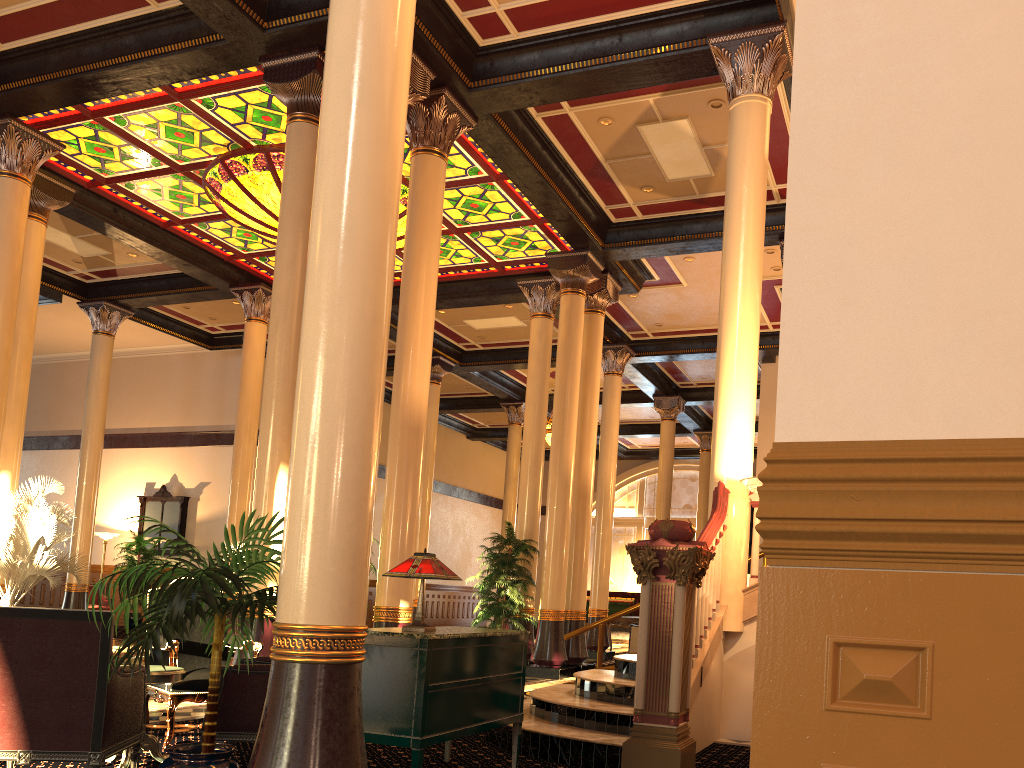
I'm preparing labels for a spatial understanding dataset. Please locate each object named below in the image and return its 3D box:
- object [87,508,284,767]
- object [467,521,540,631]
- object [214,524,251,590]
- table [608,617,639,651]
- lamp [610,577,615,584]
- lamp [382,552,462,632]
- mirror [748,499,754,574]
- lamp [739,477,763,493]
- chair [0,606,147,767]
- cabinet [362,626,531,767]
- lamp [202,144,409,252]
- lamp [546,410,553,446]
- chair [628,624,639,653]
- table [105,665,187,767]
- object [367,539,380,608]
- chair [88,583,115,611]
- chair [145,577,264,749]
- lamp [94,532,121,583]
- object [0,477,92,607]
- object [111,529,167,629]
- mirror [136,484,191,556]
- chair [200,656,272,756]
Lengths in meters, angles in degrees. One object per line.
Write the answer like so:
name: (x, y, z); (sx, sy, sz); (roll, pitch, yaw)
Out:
object: (-1.314, 1.236, 3.849); (1.039, 1.418, 1.097); (9, -10, -37)
object: (-0.136, 3.023, 12.371); (1.018, 2.125, 1.114); (2, -6, 12)
object: (-3.568, 3.202, 14.061); (1.767, 2.244, 2.174); (-1, -10, 27)
table: (2.638, 4.980, 17.055); (1.075, 0.762, 1.715); (-2, -13, 24)
lamp: (2.980, 6.197, 26.915); (0.437, 0.438, 0.417); (7, -9, -21)
lamp: (-0.485, 1.120, 4.685); (0.310, 0.414, 0.333); (0, -8, 20)
mirror: (4.956, 2.908, 17.770); (0.248, 1.961, 1.862); (1, -9, 25)
lamp: (1.888, 1.706, 6.292); (0.559, 1.988, 0.609); (-1, -6, 41)
chair: (-2.206, 1.542, 4.218); (0.691, 0.908, 0.648); (4, -7, -7)
cabinet: (-0.422, 1.840, 4.965); (0.534, 0.853, 1.319); (0, -11, 24)
lamp: (-2.508, -2.119, 11.524); (2.915, 0.594, 3.145); (-2, -14, 21)
lamp: (1.251, 0.774, 19.929); (1.161, 1.883, 1.238); (1, -7, 18)
chair: (2.612, 4.539, 15.458); (0.744, 0.901, 1.006); (-4, -12, 43)
table: (-2.166, 1.923, 5.021); (0.499, 0.549, 0.471); (7, -9, -26)
object: (-1.871, 1.989, 8.519); (1.109, 2.125, 1.023); (5, -6, -18)
chair: (-8.645, 4.571, 17.905); (0.621, 0.908, 0.720); (-4, -10, 43)
chair: (-2.154, 1.890, 5.998); (0.717, 1.085, 0.778); (-2, -9, 38)
lamp: (-8.832, 4.211, 18.708); (0.596, 1.988, 0.572); (5, -5, -16)
object: (-5.682, 2.178, 10.280); (2.020, 2.230, 1.875); (1, -8, 11)
object: (-7.887, 4.096, 18.333); (1.109, 2.125, 1.023); (5, -6, -18)
mirror: (-7.714, 2.983, 19.111); (1.346, 1.535, 0.208); (0, -5, 22)
chair: (-1.362, 1.778, 5.012); (0.651, 0.908, 0.689); (4, -8, -6)
